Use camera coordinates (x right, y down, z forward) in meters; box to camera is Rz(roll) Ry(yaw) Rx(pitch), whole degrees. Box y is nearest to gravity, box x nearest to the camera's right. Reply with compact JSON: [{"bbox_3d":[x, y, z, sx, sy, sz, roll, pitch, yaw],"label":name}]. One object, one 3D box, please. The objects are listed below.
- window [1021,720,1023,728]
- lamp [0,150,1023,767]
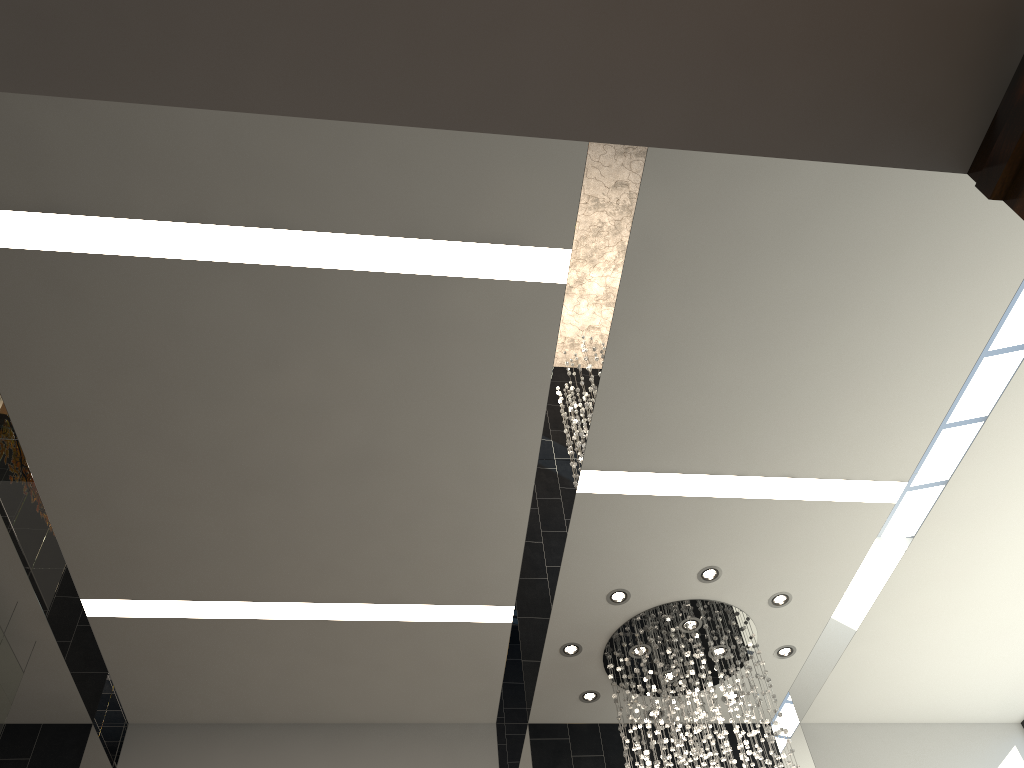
[{"bbox_3d":[4.460,2.398,4.174,2.361,5.271,6.921,1,-50,-7],"label":"window"},{"bbox_3d":[-7.672,-23.698,32.855,404.369,101.646,444.164,-17,-50,10],"label":"lamp"}]
